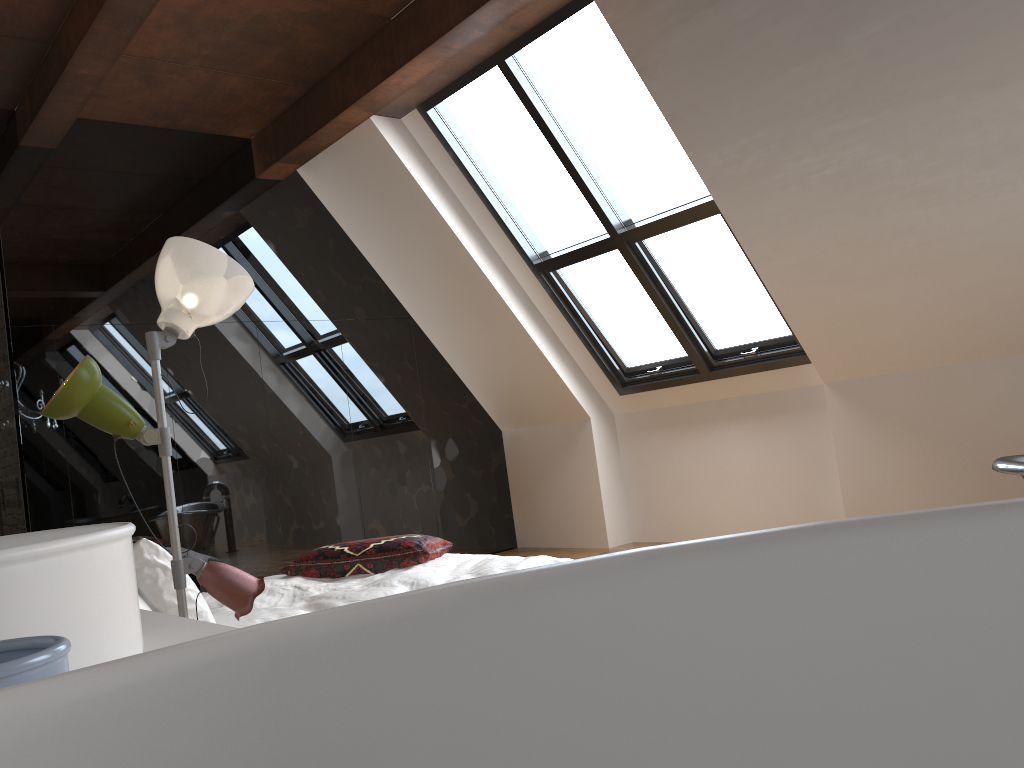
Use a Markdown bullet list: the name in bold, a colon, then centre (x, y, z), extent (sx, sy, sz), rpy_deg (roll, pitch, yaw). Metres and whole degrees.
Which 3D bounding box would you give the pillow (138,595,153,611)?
- **pillow**: centre (-1.645, 0.782, 3.233), extent (0.358, 0.517, 1.746), rpy_deg (-5, -5, -41)

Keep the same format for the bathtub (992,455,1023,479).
- **bathtub**: centre (2.656, 0.424, 2.957), extent (1.811, 0.652, 0.872), rpy_deg (-9, -4, 23)

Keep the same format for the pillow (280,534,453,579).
- **pillow**: centre (-0.700, 0.845, 4.380), extent (0.748, 0.157, 0.453), rpy_deg (-8, -4, 10)

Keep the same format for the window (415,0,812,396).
- **window**: centre (0.678, -1.046, 5.705), extent (1.702, 2.162, 1.713), rpy_deg (-5, -5, -40)

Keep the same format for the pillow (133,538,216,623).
- **pillow**: centre (-1.262, 0.710, 3.030), extent (0.276, 0.397, 0.744), rpy_deg (-5, -5, -40)

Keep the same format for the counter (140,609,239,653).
- **counter**: centre (-0.180, 0.593, 0.353), extent (0.630, 0.765, 2.011), rpy_deg (-5, -5, -40)

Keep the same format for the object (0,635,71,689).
- **object**: centre (-0.190, 0.152, 0.313), extent (0.075, 0.108, 0.075), rpy_deg (-8, -4, -4)

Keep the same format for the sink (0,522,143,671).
- **sink**: centre (-0.557, 0.219, 0.764), extent (0.442, 0.128, 0.445), rpy_deg (-9, -4, 14)

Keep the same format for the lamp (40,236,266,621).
- **lamp**: centre (-0.864, 0.394, 2.293), extent (0.561, 1.582, 0.270), rpy_deg (-5, -5, -43)

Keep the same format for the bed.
- **bed**: centre (-0.969, 1.086, 3.942), extent (2.169, 0.442, 2.300), rpy_deg (-5, -5, -40)
